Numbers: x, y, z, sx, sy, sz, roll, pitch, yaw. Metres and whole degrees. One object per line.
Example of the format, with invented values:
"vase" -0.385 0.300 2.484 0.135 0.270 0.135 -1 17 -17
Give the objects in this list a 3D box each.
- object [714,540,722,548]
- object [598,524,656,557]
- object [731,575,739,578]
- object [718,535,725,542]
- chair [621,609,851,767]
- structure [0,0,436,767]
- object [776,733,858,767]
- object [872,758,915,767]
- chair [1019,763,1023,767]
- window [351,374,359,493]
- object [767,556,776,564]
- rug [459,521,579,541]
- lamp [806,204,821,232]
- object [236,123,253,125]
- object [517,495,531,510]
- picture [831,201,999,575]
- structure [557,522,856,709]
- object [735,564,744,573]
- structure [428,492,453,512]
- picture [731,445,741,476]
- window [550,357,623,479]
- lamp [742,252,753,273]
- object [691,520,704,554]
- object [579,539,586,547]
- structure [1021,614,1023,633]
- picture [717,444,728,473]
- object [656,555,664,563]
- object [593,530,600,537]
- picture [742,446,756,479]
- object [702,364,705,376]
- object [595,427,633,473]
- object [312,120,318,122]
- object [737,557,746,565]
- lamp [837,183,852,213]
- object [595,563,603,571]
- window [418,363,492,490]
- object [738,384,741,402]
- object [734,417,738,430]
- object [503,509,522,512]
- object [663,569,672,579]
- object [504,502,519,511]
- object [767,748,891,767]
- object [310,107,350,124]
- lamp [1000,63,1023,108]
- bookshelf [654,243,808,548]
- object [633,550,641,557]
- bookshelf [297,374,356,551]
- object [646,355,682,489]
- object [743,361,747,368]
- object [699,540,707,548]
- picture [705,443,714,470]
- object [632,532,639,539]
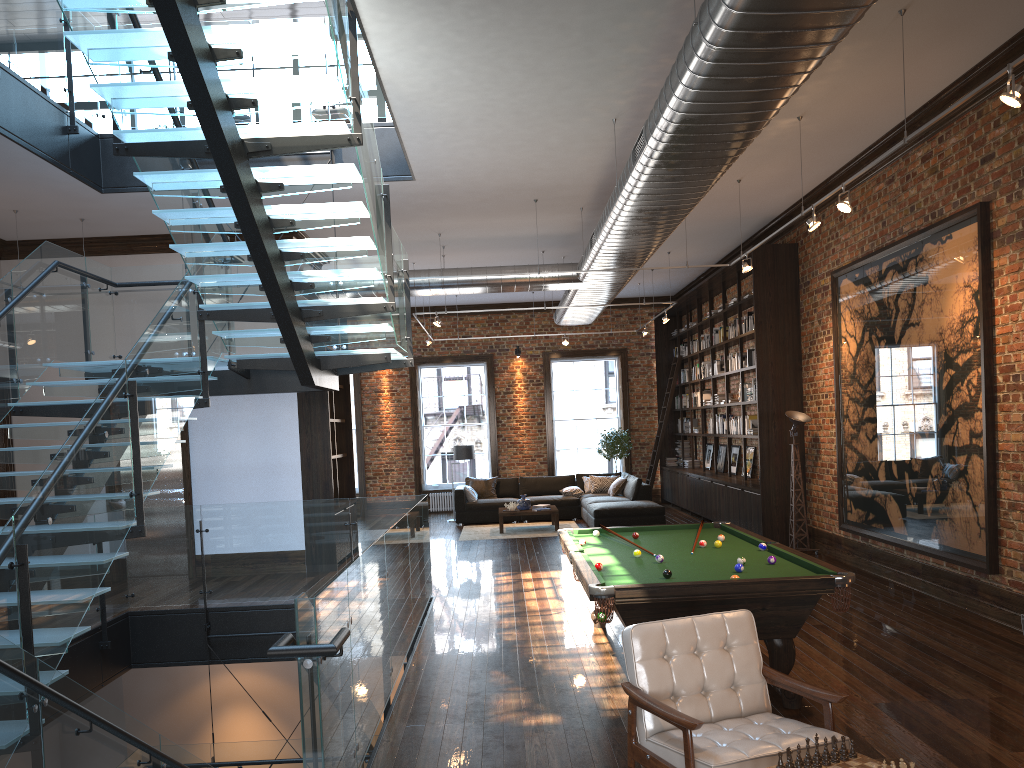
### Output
"object" 1.551 1.206 6.673 0.057 0.057 0.057 -3 0 -1
"object" 0.911 1.251 7.175 0.028 0.072 1.606 -3 -3 -9
"object" 1.303 1.144 5.180 0.057 0.057 0.057 -3 0 17
"object" 1.651 1.217 6.997 0.057 0.057 0.057 -3 0 45
"chair" 0.951 1.487 3.849 0.767 0.867 0.742 -3 0 -21
"structure" -2.481 0.403 5.850 3.576 14.524 7.033 -3 1 -1
"object" 1.093 1.311 3.178 0.334 0.101 0.075 -1 0 -26
"object" 1.205 1.295 2.945 0.334 0.101 0.075 -1 0 -26
"chair" 1.610 1.387 2.432 0.766 0.867 0.742 -3 0 -41
"window" -4.092 1.062 19.300 1.520 2.759 0.154 -3 2 -1
"object" 1.707 1.157 5.824 0.057 0.057 0.057 -3 0 21
"rug" 0.142 2.506 15.200 2.021 0.003 2.114 -3 -3 -1
"lamp" 2.598 -1.429 7.625 0.114 0.230 0.113 -3 1 -22
"object" -3.282 -2.977 10.123 0.539 0.770 0.520 -3 1 -31
"object" 0.202 2.033 15.240 0.216 0.251 0.214 -3 0 32
"picture" 3.823 0.124 8.738 0.080 3.006 3.199 -3 -1 -1
"structure" 1.210 1.612 6.523 1.552 0.852 2.957 -3 -2 -1
"object" 1.429 1.157 5.577 0.057 0.057 0.057 -3 0 4
"structure" -1.161 2.521 19.112 1.301 0.396 0.215 -3 1 -1
"picture" 3.761 1.286 15.004 0.112 0.499 0.507 -3 0 -1
"window" 1.622 0.807 19.367 1.520 2.759 0.154 -3 2 -1
"lamp" 2.568 -1.327 9.689 0.113 0.230 0.113 -2 1 13
"object" 1.507 1.224 7.182 0.028 0.072 1.604 -2 -3 15
"object" 0.564 1.270 7.086 0.057 0.057 0.057 -3 0 -2
"structure" 3.671 1.412 5.527 0.538 0.921 0.926 -3 0 0
"picture" 3.750 1.328 15.847 0.112 0.499 0.507 -3 0 -1
"object" 1.015 1.201 6.093 0.057 0.057 0.057 -2 0 -31
"object" 0.727 1.291 7.657 0.057 0.058 0.057 -3 0 0
"picture" 3.773 1.243 14.132 0.112 0.499 0.507 -3 0 -1
"object" 3.488 -0.229 16.119 0.075 0.255 0.087 -3 2 -11
"object" 2.173 1.831 18.755 0.812 1.868 0.798 -2 1 8
"object" -2.838 -3.345 14.174 0.813 1.868 0.798 -1 2 43
"object" 1.511 1.166 5.839 0.057 0.057 0.057 -3 0 38
"lamp" 2.608 -1.462 6.960 0.113 0.230 0.113 -2 1 28
"object" 0.575 1.210 5.869 0.057 0.057 0.057 -2 0 -44
"window" -1.236 0.935 19.334 1.520 2.759 0.154 -3 2 -1
"object" 3.527 0.138 13.654 0.069 0.289 0.117 -3 1 -8
"object" 3.695 0.674 14.407 0.166 0.283 0.015 -3 2 -1
"object" 0.003 2.150 15.067 0.267 0.018 0.201 -4 -3 23
"object" 0.960 1.174 5.478 0.057 0.057 0.057 -3 0 4
"object" 0.010 2.079 15.075 0.219 0.160 0.217 -4 -1 41
"object" 1.152 1.365 3.064 0.387 0.029 0.389 -1 -3 -26
"object" -1.976 -3.035 10.132 0.540 0.770 0.518 -3 1 9
"lamp" 2.636 -1.575 4.686 0.114 0.230 0.113 -3 1 -27
"bookshelf" 3.470 0.362 15.326 0.600 4.004 7.408 -3 -2 -1
"object" 0.902 1.221 6.387 0.057 0.057 0.057 -3 0 36
"bookshelf" -2.568 0.735 12.383 0.400 3.524 1.780 -3 1 -1
"object" 3.013 0.985 17.942 0.897 3.083 0.494 -3 2 -1
"object" 3.626 -0.297 13.659 0.096 0.137 0.236 -3 -1 -17
"object" 1.448 1.213 6.730 0.057 0.057 0.057 -2 0 -36
"picture" 3.737 1.377 16.828 0.112 0.499 0.507 -3 0 -1
"object" 1.030 1.264 7.389 0.057 0.057 0.057 -2 0 -42
